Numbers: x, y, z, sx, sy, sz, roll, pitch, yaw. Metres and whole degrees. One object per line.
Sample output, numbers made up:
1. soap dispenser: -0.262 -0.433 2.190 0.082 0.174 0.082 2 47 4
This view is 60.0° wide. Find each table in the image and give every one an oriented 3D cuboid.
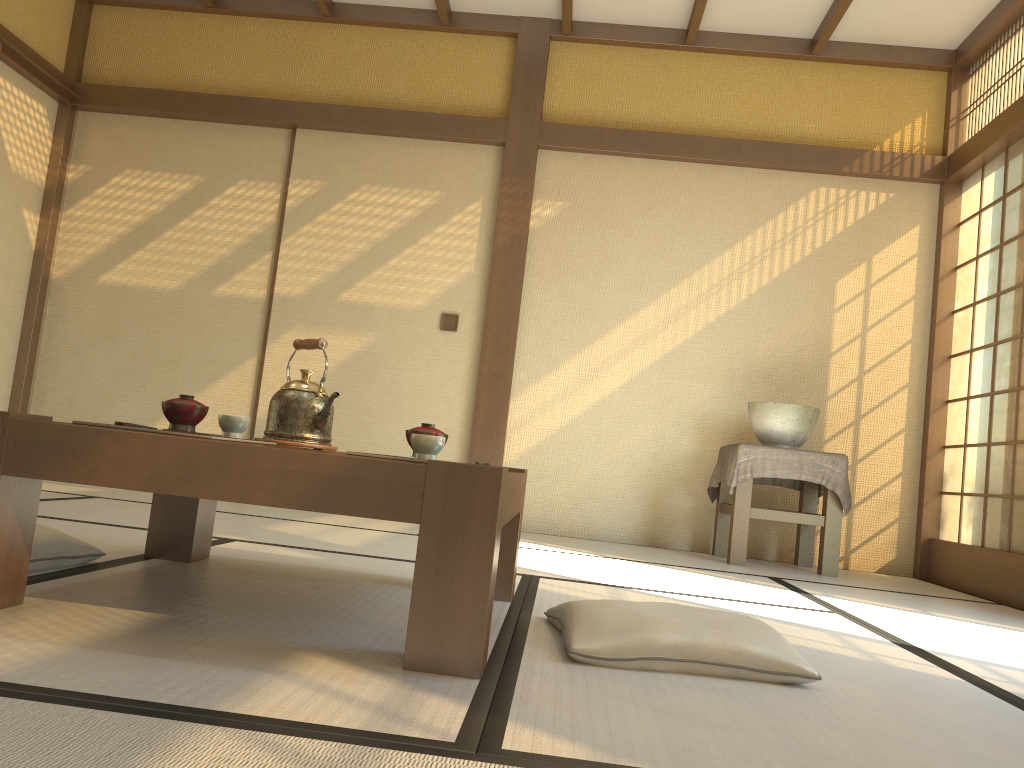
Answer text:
1. table: 1.352 0.632 4.561 0.629 0.595 0.633 6 -5 4
2. table: -0.500 0.311 2.007 1.000 0.350 1.000 6 -5 4

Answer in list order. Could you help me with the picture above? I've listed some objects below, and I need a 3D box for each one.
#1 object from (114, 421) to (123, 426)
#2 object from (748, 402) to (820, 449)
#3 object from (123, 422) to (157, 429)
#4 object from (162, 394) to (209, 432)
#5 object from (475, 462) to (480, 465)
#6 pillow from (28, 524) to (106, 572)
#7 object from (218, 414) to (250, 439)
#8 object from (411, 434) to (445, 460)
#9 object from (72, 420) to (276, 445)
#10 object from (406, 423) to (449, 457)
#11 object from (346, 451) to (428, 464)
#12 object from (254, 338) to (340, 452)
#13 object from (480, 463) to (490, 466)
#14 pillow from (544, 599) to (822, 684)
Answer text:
1. object: -0.859 0.095 2.029 0.008 0.008 0.200 6 -5 2
2. object: 1.397 0.227 4.585 0.357 0.230 0.358 9 -6 -26
3. object: -0.846 0.096 2.025 0.008 0.008 0.200 7 -5 -2
4. object: -0.729 0.065 1.974 0.100 0.080 0.100 6 -5 4
5. object: -0.081 0.183 2.040 0.008 0.008 0.200 6 -5 0
6. pillow: -1.292 0.364 2.024 0.496 0.107 0.486 6 -5 8
7. object: -0.671 0.103 2.136 0.074 0.052 0.073 11 -7 -43
8. object: -0.181 0.135 1.886 0.074 0.052 0.073 11 -7 -43
9. object: -0.744 0.113 2.010 0.300 0.007 0.400 6 -5 4
10. object: -0.199 0.132 2.059 0.100 0.080 0.100 6 -5 4
11. object: -0.179 0.176 2.005 0.300 0.007 0.400 6 -5 4
12. object: -0.559 0.023 2.387 0.226 0.296 0.219 7 -5 -1
13. object: -0.064 0.185 2.038 0.008 0.008 0.200 6 -5 4
14. pillow: 0.334 0.536 1.912 0.486 0.107 0.496 7 -5 -3
